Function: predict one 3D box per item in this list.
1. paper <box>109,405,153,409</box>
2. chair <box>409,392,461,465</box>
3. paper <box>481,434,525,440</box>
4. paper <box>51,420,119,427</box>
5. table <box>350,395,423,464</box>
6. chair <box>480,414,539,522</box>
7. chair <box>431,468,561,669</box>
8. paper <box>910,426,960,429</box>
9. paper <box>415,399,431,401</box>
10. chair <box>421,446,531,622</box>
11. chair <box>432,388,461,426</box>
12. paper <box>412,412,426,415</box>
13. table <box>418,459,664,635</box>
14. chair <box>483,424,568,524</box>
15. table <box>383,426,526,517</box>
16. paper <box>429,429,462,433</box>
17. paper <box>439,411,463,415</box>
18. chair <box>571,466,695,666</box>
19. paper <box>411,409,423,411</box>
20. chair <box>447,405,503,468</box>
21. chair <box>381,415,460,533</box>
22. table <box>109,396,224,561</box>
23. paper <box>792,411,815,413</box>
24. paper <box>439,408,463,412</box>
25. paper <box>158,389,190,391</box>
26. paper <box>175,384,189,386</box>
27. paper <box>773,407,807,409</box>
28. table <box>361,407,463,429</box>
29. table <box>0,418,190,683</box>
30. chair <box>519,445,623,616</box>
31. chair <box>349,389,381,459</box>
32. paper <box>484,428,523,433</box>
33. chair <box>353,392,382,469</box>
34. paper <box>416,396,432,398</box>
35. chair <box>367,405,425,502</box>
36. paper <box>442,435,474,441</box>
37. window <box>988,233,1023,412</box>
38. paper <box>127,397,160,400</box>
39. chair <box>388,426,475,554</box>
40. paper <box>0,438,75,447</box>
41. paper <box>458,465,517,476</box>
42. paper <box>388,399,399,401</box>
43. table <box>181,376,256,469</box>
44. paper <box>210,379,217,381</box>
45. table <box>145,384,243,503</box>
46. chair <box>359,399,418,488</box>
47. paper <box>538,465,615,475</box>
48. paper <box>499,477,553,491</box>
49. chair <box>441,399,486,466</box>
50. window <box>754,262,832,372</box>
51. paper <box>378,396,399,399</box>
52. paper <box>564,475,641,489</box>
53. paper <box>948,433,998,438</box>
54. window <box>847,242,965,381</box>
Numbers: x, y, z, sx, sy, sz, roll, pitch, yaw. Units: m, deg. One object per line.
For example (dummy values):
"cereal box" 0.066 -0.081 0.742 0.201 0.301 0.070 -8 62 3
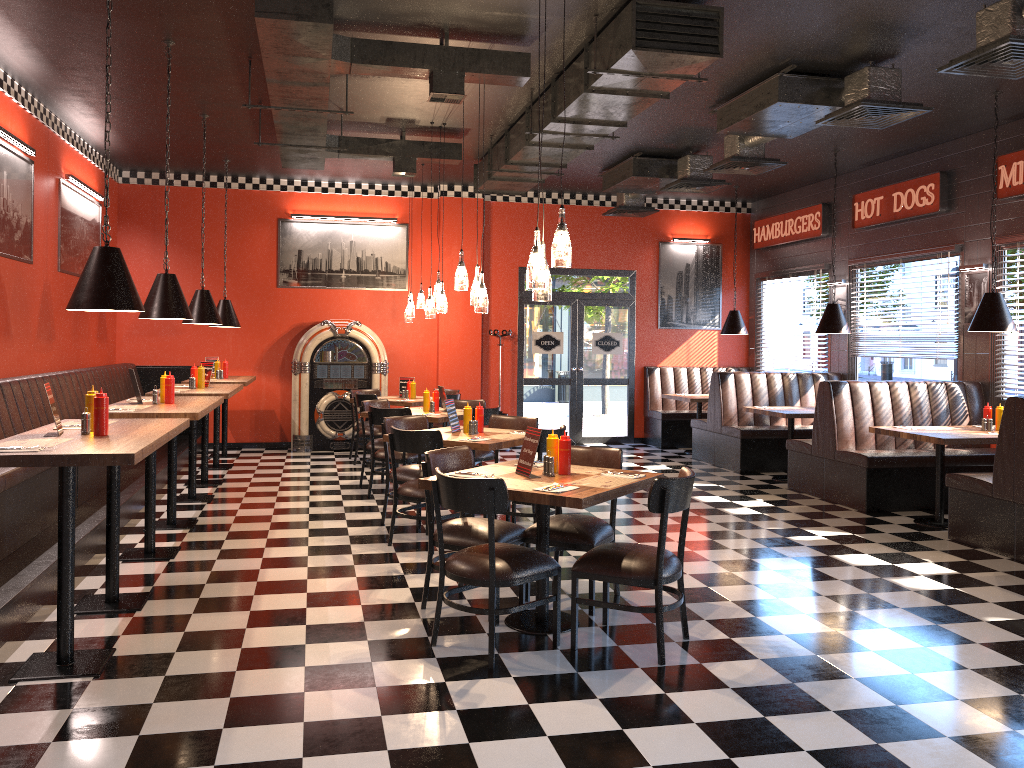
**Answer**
"paper" -2.668 0.162 6.148 0.261 0.001 0.366 0 3 -10
"chair" -0.898 0.537 10.610 0.544 0.867 0.486 1 1 19
"paper" -0.045 0.396 6.660 0.261 0.001 0.365 2 3 30
"paper" -2.389 0.222 4.970 0.261 0.001 0.366 0 3 -10
"table" -1.309 0.566 10.884 0.960 0.774 0.957 2 2 32
"chair" -0.072 0.706 7.296 0.486 0.867 0.544 1 1 32
"chair" -0.102 0.848 4.318 0.486 0.867 0.544 1 1 44
"paper" 3.742 0.387 7.828 0.365 0.001 0.261 0 3 -12
"paper" -1.031 0.190 10.705 0.261 0.001 0.365 2 3 31
"chair" -0.226 0.813 5.012 0.545 0.867 0.486 1 1 27
"chair" -0.956 0.502 11.336 0.486 0.867 0.544 1 1 42
"paper" -0.983 0.290 8.637 0.365 0.001 0.261 3 3 34
"table" 0.171 0.879 4.728 0.957 0.774 0.960 2 2 32
"chair" 0.128 0.741 6.609 0.545 0.867 0.486 1 1 30
"table" -0.315 0.772 6.835 0.960 0.774 0.957 2 2 32
"paper" -0.597 0.374 6.987 0.261 0.001 0.365 3 3 33
"paper" -0.535 0.290 8.754 0.261 0.001 0.365 2 3 31
"chair" 0.624 0.854 4.376 0.545 0.867 0.486 1 1 27
"paper" -1.109 0.266 9.098 0.261 0.001 0.365 2 3 31
"chair" -0.390 0.641 8.563 0.545 0.867 0.486 1 1 36
"chair" -0.765 0.703 7.183 0.545 0.867 0.486 1 1 41
"table" -2.582 0.644 6.549 0.695 0.999 1.693 0 2 -13
"paper" 3.216 0.302 9.476 0.365 0.001 0.261 0 3 -11
"paper" -0.652 0.268 9.186 0.365 0.001 0.261 2 3 31
"paper" -3.149 0.056 8.236 0.261 0.001 0.366 0 3 -10
"paper" -3.353 0.011 9.133 0.261 0.001 0.366 0 3 -10
"paper" 3.134 0.270 10.118 0.365 0.001 0.261 0 3 -11
"table" -0.840 0.666 8.912 0.960 0.774 0.957 2 2 32
"table" -2.119 0.749 4.480 0.695 0.999 1.693 0 2 -13
"chair" 0.362 0.814 5.158 0.486 0.867 0.544 1 1 27
"chair" -1.738 0.504 11.074 0.545 0.867 0.486 2 1 42
"paper" -0.138 0.373 7.117 0.365 0.001 0.261 2 3 31
"chair" -1.592 0.534 10.486 0.544 0.867 0.486 0 1 -38
"paper" -1.115 0.167 11.163 0.365 0.001 0.261 2 3 32
"chair" -1.082 0.638 8.451 0.486 0.867 0.544 1 1 27
"paper" -0.476 0.397 6.539 0.365 0.001 0.261 2 3 31
"window" 4.998 -0.536 7.773 0.127 1.713 2.029 1 2 -13
"paper" -2.902 0.114 7.086 0.261 0.001 0.366 0 3 -10
"chair" -0.606 0.740 6.451 0.486 0.867 0.544 1 1 35
"paper" -2.187 0.269 4.032 0.261 0.001 0.366 0 3 -10
"paper" -0.100 0.479 4.919 0.261 0.001 0.365 2 3 32
"paper" -1.465 0.190 10.592 0.365 0.001 0.261 2 3 32
"table" -3.511 0.434 10.696 0.695 0.999 1.693 0 2 -13
"paper" -3.586 -0.049 10.326 0.261 0.001 0.366 0 3 -10
"table" -3.043 0.540 8.607 0.695 0.999 1.693 0 2 -13
"chair" -1.283 0.603 9.137 0.544 0.867 0.486 1 1 25
"paper" 0.359 0.481 4.998 0.365 0.001 0.261 2 3 32
"paper" 0.017 0.502 4.455 0.365 0.001 0.261 3 3 35
"chair" -0.548 0.604 9.296 0.486 0.867 0.545 1 1 10
"window" 3.954 -0.772 12.435 0.127 1.713 2.029 1 2 -13
"paper" -1.577 0.167 11.042 0.261 0.001 0.365 3 3 34
"paper" 0.468 0.503 4.564 0.261 0.001 0.365 2 3 32
"paper" 3.774 0.418 7.190 0.365 0.001 0.261 0 3 -15
"window" 4.476 -0.654 10.104 0.127 1.713 2.029 1 2 -13
